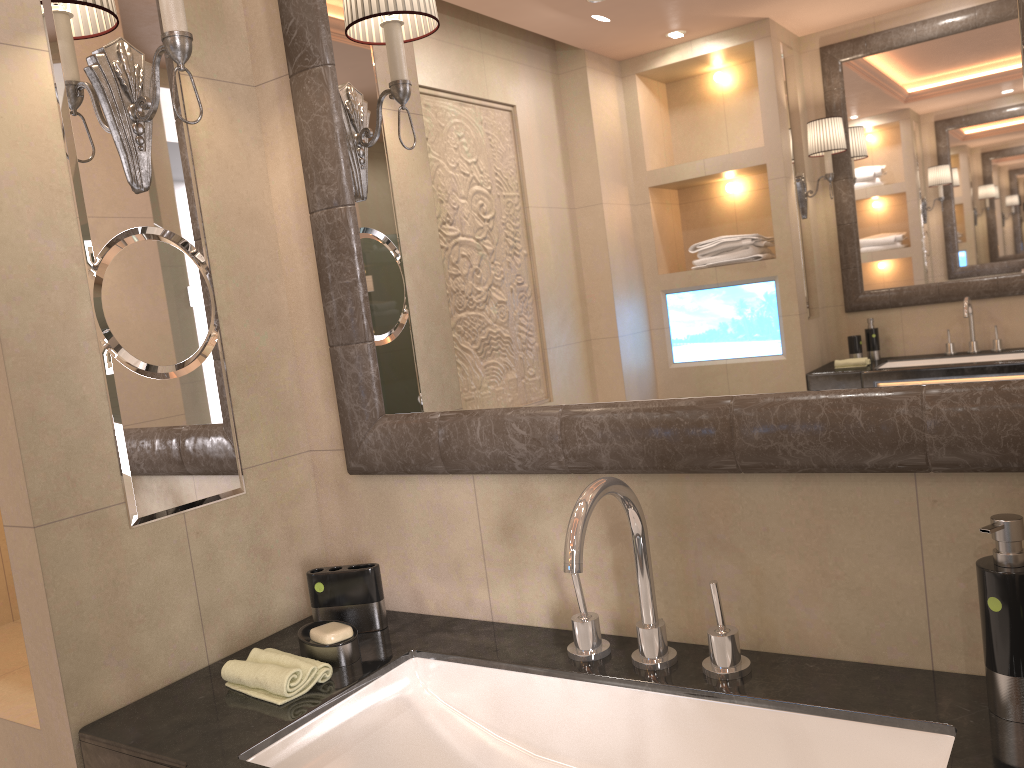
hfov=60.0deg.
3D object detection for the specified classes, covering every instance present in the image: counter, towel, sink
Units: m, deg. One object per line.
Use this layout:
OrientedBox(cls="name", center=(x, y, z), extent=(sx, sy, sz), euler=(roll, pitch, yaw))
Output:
OrientedBox(cls="counter", center=(0.135, 0.820, 1.047), extent=(1.330, 0.858, 0.543), euler=(-4, 6, 34))
OrientedBox(cls="towel", center=(-0.338, 0.409, 1.269), extent=(0.149, 0.039, 0.096), euler=(-3, 6, 41))
OrientedBox(cls="sink", center=(0.076, 0.478, 0.997), extent=(0.760, 0.135, 0.349), euler=(-4, 6, 34))

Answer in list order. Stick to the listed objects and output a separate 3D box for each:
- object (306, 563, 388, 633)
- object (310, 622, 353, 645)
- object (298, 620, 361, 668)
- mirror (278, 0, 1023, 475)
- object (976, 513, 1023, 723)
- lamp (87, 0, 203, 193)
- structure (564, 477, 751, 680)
OrientedBox(cls="object", center=(-0.269, 0.351, 1.449), extent=(0.124, 0.104, 0.038), euler=(-7, 5, 8))
OrientedBox(cls="object", center=(-0.272, 0.375, 1.336), extent=(0.051, 0.022, 0.077), euler=(-11, 6, -36))
OrientedBox(cls="object", center=(-0.280, 0.396, 1.354), extent=(0.080, 0.035, 0.133), euler=(-11, 6, -38))
OrientedBox(cls="mirror", center=(0.104, -0.531, 1.139), extent=(1.130, 1.320, 0.040), euler=(-4, 6, 34))
OrientedBox(cls="object", center=(0.524, 0.240, 0.925), extent=(0.063, 0.208, 0.063), euler=(-6, 5, 15))
OrientedBox(cls="lamp", center=(-0.492, -0.512, 1.248), extent=(0.223, 0.444, 0.174), euler=(-4, 6, 34))
OrientedBox(cls="structure", center=(0.141, 0.240, 1.152), extent=(0.242, 0.268, 0.223), euler=(-9, 5, -21))
